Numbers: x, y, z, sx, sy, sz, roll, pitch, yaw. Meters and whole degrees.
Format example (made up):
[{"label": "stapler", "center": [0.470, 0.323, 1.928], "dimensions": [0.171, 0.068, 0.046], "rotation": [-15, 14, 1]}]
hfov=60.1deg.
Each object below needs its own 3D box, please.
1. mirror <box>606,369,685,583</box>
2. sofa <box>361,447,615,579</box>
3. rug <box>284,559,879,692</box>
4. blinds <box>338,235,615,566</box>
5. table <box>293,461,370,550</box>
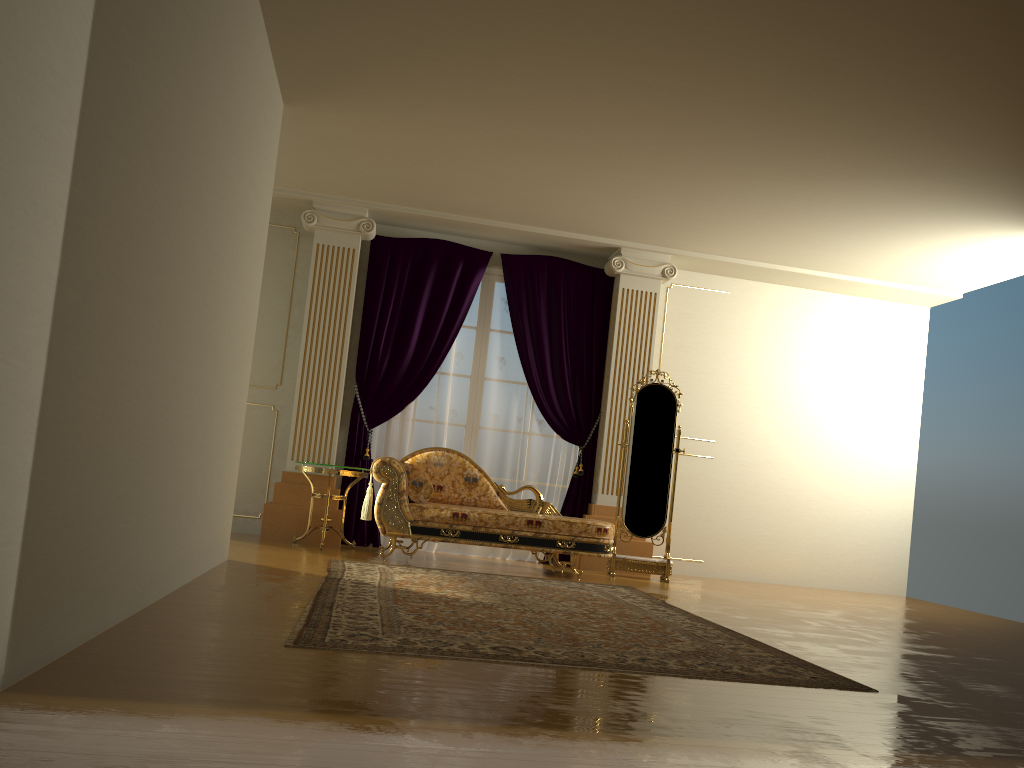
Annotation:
[{"label": "mirror", "center": [1.098, 0.718, 7.128], "dimensions": [0.541, 1.692, 0.244], "rotation": [6, -3, 1]}, {"label": "sofa", "center": [-0.156, 0.938, 6.614], "dimensions": [1.895, 0.867, 0.696], "rotation": [7, -5, -9]}, {"label": "rug", "center": [0.053, 1.139, 4.569], "dimensions": [2.119, 0.017, 3.092], "rotation": [7, -7, -8]}, {"label": "blinds", "center": [-0.282, 0.153, 7.601], "dimensions": [2.237, 2.641, 0.340], "rotation": [7, -3, -8]}, {"label": "table", "center": [-1.419, 0.945, 6.817], "dimensions": [0.570, 0.640, 0.575], "rotation": [3, -6, 36]}]
